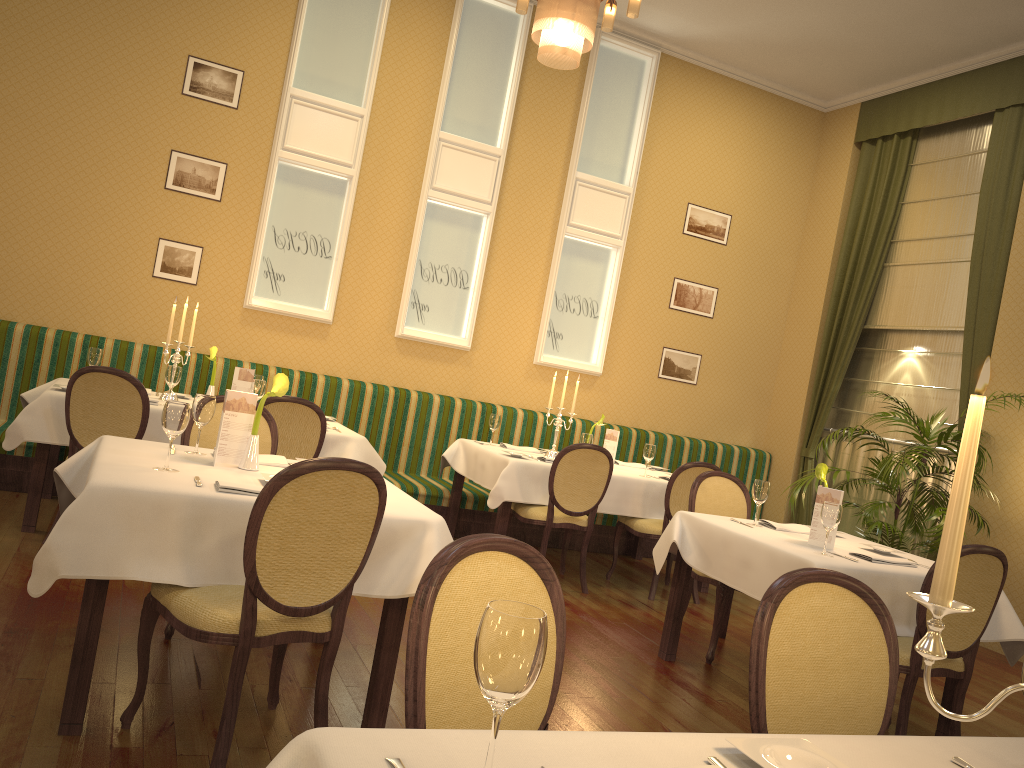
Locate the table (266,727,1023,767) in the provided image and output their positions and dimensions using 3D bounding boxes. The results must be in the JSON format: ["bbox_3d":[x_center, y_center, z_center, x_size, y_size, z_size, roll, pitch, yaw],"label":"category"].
[{"bbox_3d":[0.680,1.012,1.032,2.152,0.759,1.385,10,0,-23],"label":"table"}]

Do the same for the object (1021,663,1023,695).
[{"bbox_3d":[0.876,0.548,1.457,0.088,0.229,0.088,11,0,25],"label":"object"}]

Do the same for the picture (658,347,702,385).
[{"bbox_3d":[1.579,-0.168,8.330,0.437,0.294,0.008,10,0,-23],"label":"picture"}]

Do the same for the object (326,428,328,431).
[{"bbox_3d":[-1.246,0.245,5.288,0.273,0.024,0.142,10,0,-23],"label":"object"}]

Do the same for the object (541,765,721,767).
[{"bbox_3d":[0.184,0.524,1.114,0.273,0.033,0.142,10,0,-23],"label":"object"}]

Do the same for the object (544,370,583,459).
[{"bbox_3d":[0.347,0.214,6.406,0.131,0.655,0.390,10,0,-17],"label":"object"}]

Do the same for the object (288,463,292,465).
[{"bbox_3d":[-0.872,0.325,3.541,0.038,0.015,0.181,10,0,-22],"label":"object"}]

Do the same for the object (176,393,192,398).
[{"bbox_3d":[-2.145,0.076,5.701,0.160,0.024,0.160,10,0,-23],"label":"object"}]

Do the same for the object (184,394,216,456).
[{"bbox_3d":[-1.200,0.156,3.419,0.088,0.229,0.088,11,0,19],"label":"object"}]

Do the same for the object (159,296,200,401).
[{"bbox_3d":[-2.023,-0.217,5.375,0.131,0.655,0.390,10,0,-9],"label":"object"}]

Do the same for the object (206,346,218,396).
[{"bbox_3d":[-1.846,-0.047,5.445,0.076,0.375,0.163,10,0,-1],"label":"object"}]

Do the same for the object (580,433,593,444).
[{"bbox_3d":[0.502,0.456,6.114,0.088,0.229,0.088,11,0,25],"label":"object"}]

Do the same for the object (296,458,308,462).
[{"bbox_3d":[-0.796,0.335,3.623,0.160,0.024,0.160,10,0,-23],"label":"object"}]

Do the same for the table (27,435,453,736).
[{"bbox_3d":[-0.963,0.699,3.195,1.395,0.759,1.389,10,0,-21],"label":"table"}]

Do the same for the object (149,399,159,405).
[{"bbox_3d":[-2.124,0.081,4.964,0.273,0.033,0.142,10,0,-23],"label":"object"}]

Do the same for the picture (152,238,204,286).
[{"bbox_3d":[-2.478,-0.906,6.580,0.313,0.294,0.008,10,0,-23],"label":"picture"}]

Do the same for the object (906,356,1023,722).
[{"bbox_3d":[0.623,0.291,0.931,0.390,0.655,0.131,10,0,11],"label":"object"}]

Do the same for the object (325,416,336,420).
[{"bbox_3d":[-1.289,0.232,6.050,0.160,0.024,0.160,10,0,-23],"label":"object"}]

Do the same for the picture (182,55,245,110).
[{"bbox_3d":[-2.216,-2.237,6.581,0.401,0.294,0.008,10,0,-23],"label":"picture"}]

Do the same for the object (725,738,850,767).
[{"bbox_3d":[0.424,0.570,1.311,0.160,0.024,0.160,10,0,-23],"label":"object"}]

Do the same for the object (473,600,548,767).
[{"bbox_3d":[-0.014,0.386,1.078,0.088,0.229,0.088,11,0,25],"label":"object"}]

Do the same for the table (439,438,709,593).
[{"bbox_3d":[0.556,0.963,6.476,2.152,0.759,1.385,10,0,-23],"label":"table"}]

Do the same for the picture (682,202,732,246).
[{"bbox_3d":[1.837,-1.499,8.329,0.504,0.294,0.008,10,0,-23],"label":"picture"}]

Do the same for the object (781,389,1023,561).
[{"bbox_3d":[2.843,0.862,6.253,1.552,1.807,1.496,10,0,-42],"label":"object"}]

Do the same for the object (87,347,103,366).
[{"bbox_3d":[-2.583,-0.108,5.468,0.088,0.229,0.088,11,0,25],"label":"object"}]

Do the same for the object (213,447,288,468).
[{"bbox_3d":[-1.028,0.290,3.490,0.273,0.033,0.142,10,0,-23],"label":"object"}]

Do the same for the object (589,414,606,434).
[{"bbox_3d":[0.605,0.399,6.574,0.163,0.375,0.076,10,0,-36],"label":"object"}]

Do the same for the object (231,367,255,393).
[{"bbox_3d":[-1.640,0.043,5.467,0.081,0.277,0.166,11,0,28],"label":"object"}]

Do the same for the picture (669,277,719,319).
[{"bbox_3d":[1.710,-0.806,8.333,0.504,0.294,0.008,10,0,-23],"label":"picture"}]

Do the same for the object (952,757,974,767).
[{"bbox_3d":[0.783,0.642,1.417,0.017,0.010,0.185,10,0,-22],"label":"object"}]

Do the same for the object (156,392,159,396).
[{"bbox_3d":[-2.242,0.065,5.610,0.017,0.010,0.185,10,0,-22],"label":"object"}]

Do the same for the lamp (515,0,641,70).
[{"bbox_3d":[0.369,-2.326,3.964,0.593,1.796,0.593,10,0,-25],"label":"lamp"}]

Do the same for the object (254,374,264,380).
[{"bbox_3d":[-1.693,0.054,5.846,0.088,0.229,0.088,11,0,19],"label":"object"}]

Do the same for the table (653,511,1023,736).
[{"bbox_3d":[1.480,1.144,4.250,1.395,0.759,1.389,10,0,-21],"label":"table"}]

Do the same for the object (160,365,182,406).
[{"bbox_3d":[-1.943,0.011,5.059,0.088,0.229,0.088,11,0,25],"label":"object"}]

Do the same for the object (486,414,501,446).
[{"bbox_3d":[-0.138,0.337,6.522,0.088,0.229,0.088,11,0,25],"label":"object"}]

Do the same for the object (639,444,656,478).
[{"bbox_3d":[0.955,0.539,6.235,0.088,0.229,0.088,11,0,25],"label":"object"}]

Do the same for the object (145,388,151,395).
[{"bbox_3d":[-2.385,0.030,5.504,0.273,0.033,0.142,10,0,-23],"label":"object"}]

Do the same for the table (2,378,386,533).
[{"bbox_3d":[-1.888,0.518,5.421,2.152,0.759,1.385,10,0,-23],"label":"table"}]

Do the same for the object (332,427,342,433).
[{"bbox_3d":[-1.069,0.280,5.423,0.038,0.015,0.181,10,0,-22],"label":"object"}]

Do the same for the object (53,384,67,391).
[{"bbox_3d":[-2.417,0.030,4.844,0.160,0.024,0.160,10,0,-23],"label":"object"}]

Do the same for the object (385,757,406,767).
[{"bbox_3d":[-0.116,0.476,1.049,0.038,0.015,0.181,10,0,-22],"label":"object"}]

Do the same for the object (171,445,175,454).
[{"bbox_3d":[-1.292,0.251,3.380,0.017,0.010,0.185,10,0,-22],"label":"object"}]

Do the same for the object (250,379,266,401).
[{"bbox_3d":[-1.515,0.089,5.254,0.088,0.229,0.088,11,0,25],"label":"object"}]

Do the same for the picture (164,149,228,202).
[{"bbox_3d":[-2.343,-1.544,6.584,0.401,0.294,0.008,10,0,-23],"label":"picture"}]

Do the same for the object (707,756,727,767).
[{"bbox_3d":[0.326,0.559,1.220,0.017,0.010,0.185,10,0,-22],"label":"object"}]
